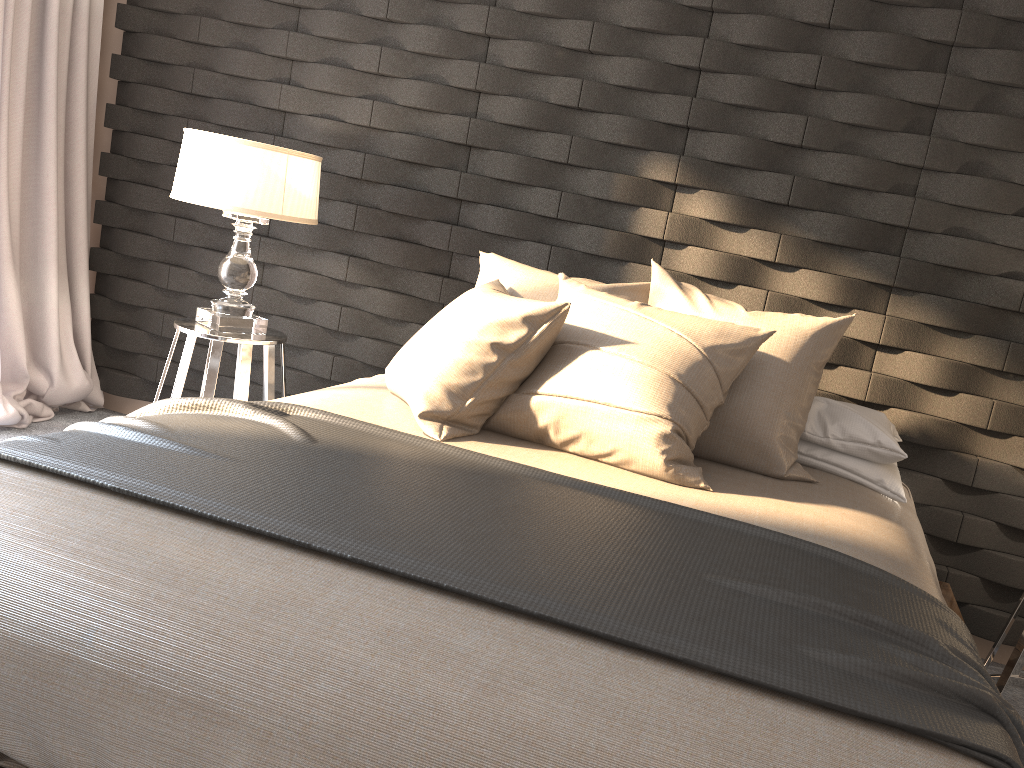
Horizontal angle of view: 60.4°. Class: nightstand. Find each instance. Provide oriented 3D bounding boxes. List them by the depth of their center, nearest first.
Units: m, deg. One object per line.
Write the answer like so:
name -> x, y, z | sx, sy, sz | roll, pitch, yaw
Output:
nightstand -> 1.699, 0.819, 2.569 | 0.653, 0.470, 0.591 | 4, 12, -35
nightstand -> -1.015, 0.101, 3.075 | 0.528, 0.600, 0.576 | 16, 11, 28

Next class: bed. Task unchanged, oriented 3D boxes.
bed -> 0.065, 0.493, 2.105 | 2.233, 0.621, 2.365 | 14, 11, 16

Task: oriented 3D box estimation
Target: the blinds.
blinds -> -1.765, -1.118, 3.159 | 0.336, 2.628, 1.017 | 12, 9, 9

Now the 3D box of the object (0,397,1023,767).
object -> -0.063, 0.370, 1.641 | 2.004, 0.321, 0.636 | 14, 10, 13

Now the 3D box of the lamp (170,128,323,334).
lamp -> -0.915, -0.500, 2.988 | 0.491, 0.628, 0.443 | 3, 12, -41

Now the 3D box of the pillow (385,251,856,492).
pillow -> 0.266, -0.097, 2.408 | 1.224, 0.516, 0.929 | 14, 10, 16
